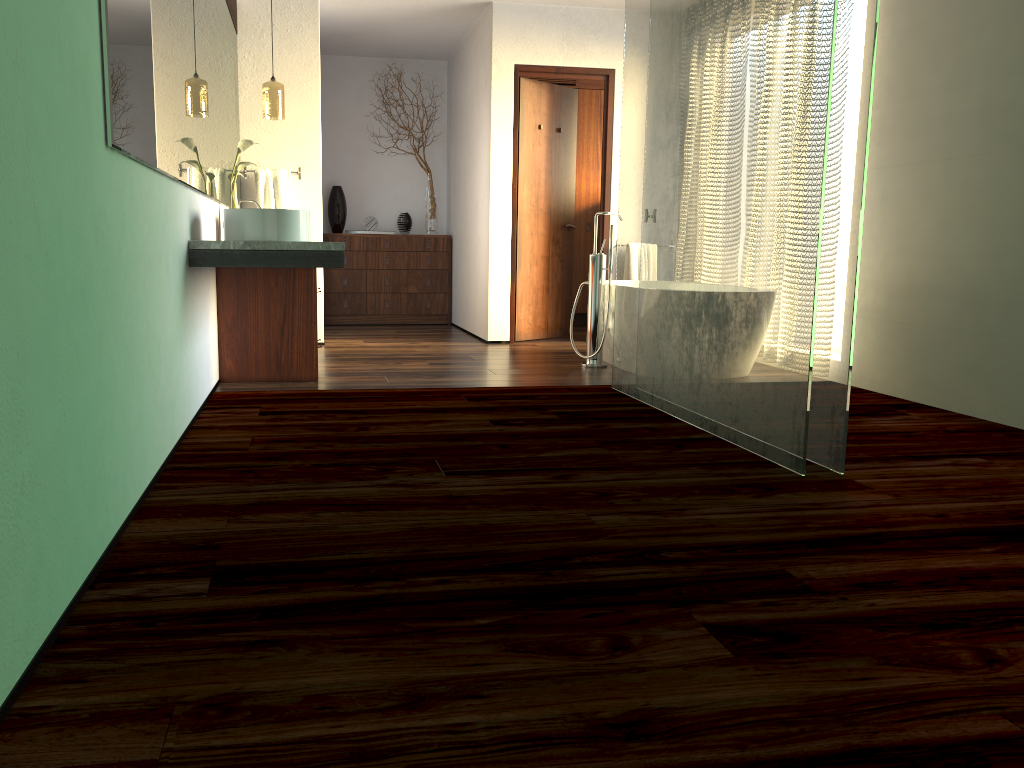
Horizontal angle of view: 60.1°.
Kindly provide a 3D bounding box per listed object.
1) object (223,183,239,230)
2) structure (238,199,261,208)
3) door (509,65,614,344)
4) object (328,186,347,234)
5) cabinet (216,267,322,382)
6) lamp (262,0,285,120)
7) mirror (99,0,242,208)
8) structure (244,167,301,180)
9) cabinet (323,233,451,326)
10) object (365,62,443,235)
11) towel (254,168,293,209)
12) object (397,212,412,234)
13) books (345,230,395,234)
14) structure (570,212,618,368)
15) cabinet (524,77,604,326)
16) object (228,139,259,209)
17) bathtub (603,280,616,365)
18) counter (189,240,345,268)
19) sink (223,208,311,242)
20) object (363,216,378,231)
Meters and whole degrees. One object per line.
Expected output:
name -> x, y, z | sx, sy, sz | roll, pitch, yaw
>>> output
object -> -1.389, -0.888, 4.597 | 0.243, 0.305, 0.118 | 3, 9, 15
structure -> -1.490, -0.918, 4.986 | 0.163, 0.242, 0.066 | 0, 9, -7
door -> 0.300, -1.296, 6.587 | 0.723, 1.947, 0.468 | -1, 9, -11
object -> -1.550, -1.543, 7.852 | 0.170, 0.417, 0.170 | 1, 9, 1
cabinet -> -1.287, -0.358, 4.763 | 0.507, 0.599, 0.665 | -1, 9, -12
lamp -> -1.506, -2.115, 5.565 | 0.142, 0.867, 0.136 | 6, 10, 30
mirror -> -1.360, -1.414, 3.902 | 0.017, 1.152, 4.118 | -1, 9, -13
structure -> -1.601, -1.417, 5.924 | 0.366, 0.088, 0.103 | -1, 9, -10
cabinet -> -1.144, -0.941, 7.977 | 1.129, 0.800, 0.406 | -1, 9, -11
object -> -0.976, -2.047, 7.765 | 0.844, 1.450, 0.715 | 6, 10, 31
towel -> -1.583, -1.112, 5.911 | 0.259, 0.636, 0.160 | 2, 9, 7
object -> -0.967, -1.445, 7.974 | 0.142, 0.200, 0.136 | 6, 10, 32
books -> -1.219, -1.358, 7.949 | 0.485, 0.034, 0.253 | -6, 11, -36
structure -> 0.477, -0.553, 5.200 | 0.282, 0.897, 0.240 | 6, 10, 28
cabinet -> 0.381, -1.702, 7.873 | 1.469, 2.364, 0.362 | -1, 9, -10
object -> -1.400, -0.975, 4.500 | 0.184, 0.504, 0.249 | -5, 10, -33
bathtub -> 0.946, -0.341, 5.228 | 0.757, 0.485, 1.636 | -1, 9, -13
counter -> -1.199, -0.671, 4.523 | 0.581, 0.101, 2.280 | -1, 9, -13
sink -> -1.033, -0.667, 3.737 | 0.355, 0.131, 0.360 | -1, 9, -9
object -> -1.263, -1.434, 7.922 | 0.129, 0.131, 0.132 | -2, 9, -16
